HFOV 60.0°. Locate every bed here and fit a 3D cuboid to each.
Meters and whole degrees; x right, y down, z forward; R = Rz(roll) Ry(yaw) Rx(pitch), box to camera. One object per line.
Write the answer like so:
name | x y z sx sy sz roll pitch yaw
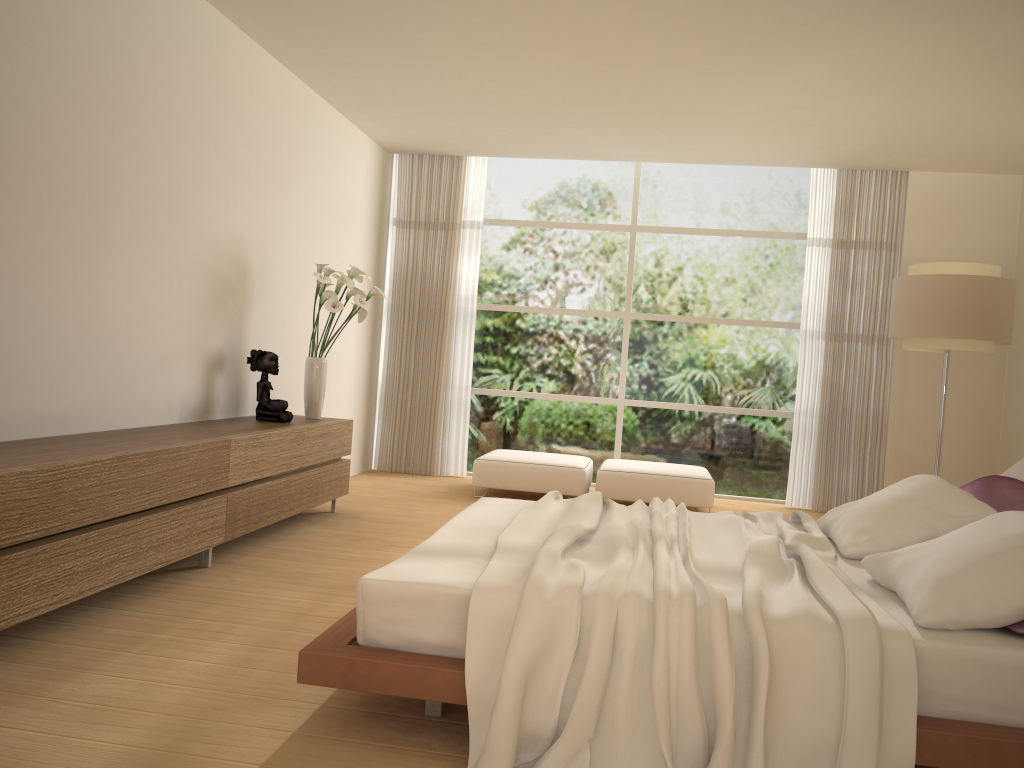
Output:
bed | 0.785 0.832 3.395 2.535 0.570 2.599 4 1 9

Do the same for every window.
window | 1.119 -0.664 8.614 4.781 3.371 0.071 4 1 9

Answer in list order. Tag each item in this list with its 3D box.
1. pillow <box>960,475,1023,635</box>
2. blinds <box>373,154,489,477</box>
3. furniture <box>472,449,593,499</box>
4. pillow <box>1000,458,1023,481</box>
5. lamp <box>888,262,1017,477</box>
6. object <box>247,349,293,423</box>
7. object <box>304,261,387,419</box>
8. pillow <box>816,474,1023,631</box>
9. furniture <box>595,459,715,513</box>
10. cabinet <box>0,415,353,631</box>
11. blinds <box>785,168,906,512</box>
pillow | 1.832 0.568 3.276 0.575 0.369 1.683 4 1 9
blinds | -0.797 -0.791 8.655 0.950 3.352 0.211 4 1 8
furniture | 0.204 0.804 7.794 0.965 0.346 0.964 4 1 9
pillow | 2.162 0.519 3.233 0.461 0.457 1.779 4 1 8
lamp | 2.991 0.199 6.161 0.817 2.018 0.817 3 2 -38
object | -1.534 0.012 5.654 0.282 0.453 0.181 4 1 9
object | -1.194 -0.293 6.097 0.515 1.085 0.608 3 1 -33
pillow | 1.563 0.562 3.311 0.561 0.339 1.720 4 1 9
furniture | 1.224 0.880 7.634 0.965 0.346 0.964 4 1 9
cabinet | -1.729 0.583 4.524 0.588 0.662 3.713 4 1 9
blinds | 3.021 -0.508 8.004 0.814 3.351 0.202 4 1 8
